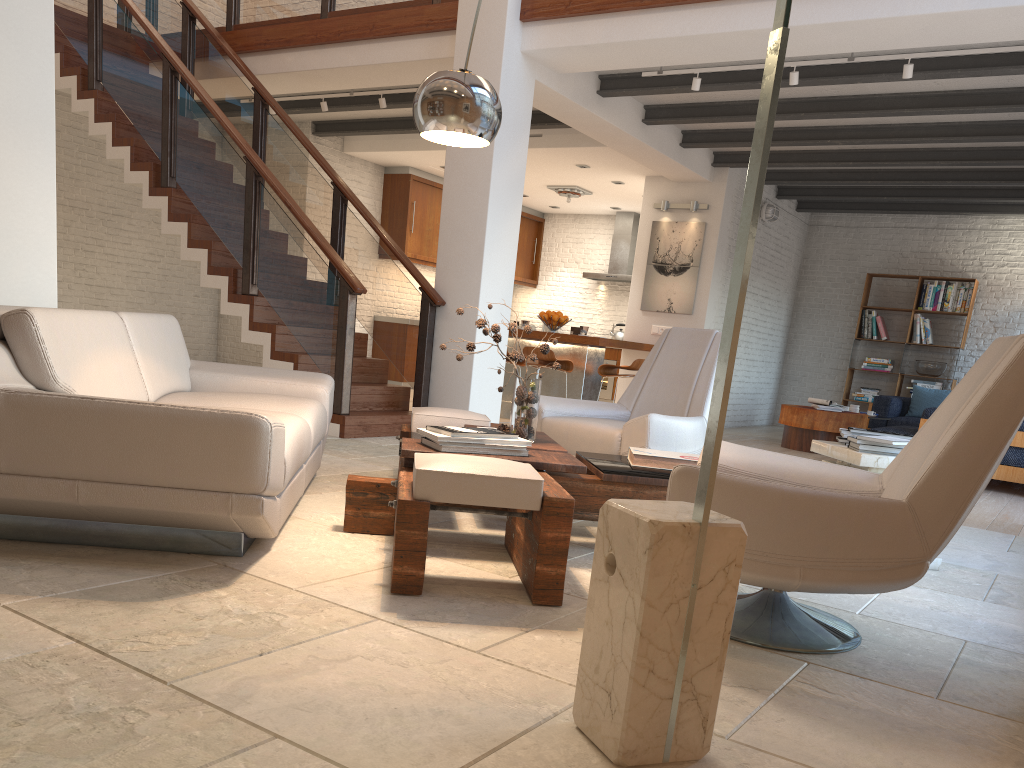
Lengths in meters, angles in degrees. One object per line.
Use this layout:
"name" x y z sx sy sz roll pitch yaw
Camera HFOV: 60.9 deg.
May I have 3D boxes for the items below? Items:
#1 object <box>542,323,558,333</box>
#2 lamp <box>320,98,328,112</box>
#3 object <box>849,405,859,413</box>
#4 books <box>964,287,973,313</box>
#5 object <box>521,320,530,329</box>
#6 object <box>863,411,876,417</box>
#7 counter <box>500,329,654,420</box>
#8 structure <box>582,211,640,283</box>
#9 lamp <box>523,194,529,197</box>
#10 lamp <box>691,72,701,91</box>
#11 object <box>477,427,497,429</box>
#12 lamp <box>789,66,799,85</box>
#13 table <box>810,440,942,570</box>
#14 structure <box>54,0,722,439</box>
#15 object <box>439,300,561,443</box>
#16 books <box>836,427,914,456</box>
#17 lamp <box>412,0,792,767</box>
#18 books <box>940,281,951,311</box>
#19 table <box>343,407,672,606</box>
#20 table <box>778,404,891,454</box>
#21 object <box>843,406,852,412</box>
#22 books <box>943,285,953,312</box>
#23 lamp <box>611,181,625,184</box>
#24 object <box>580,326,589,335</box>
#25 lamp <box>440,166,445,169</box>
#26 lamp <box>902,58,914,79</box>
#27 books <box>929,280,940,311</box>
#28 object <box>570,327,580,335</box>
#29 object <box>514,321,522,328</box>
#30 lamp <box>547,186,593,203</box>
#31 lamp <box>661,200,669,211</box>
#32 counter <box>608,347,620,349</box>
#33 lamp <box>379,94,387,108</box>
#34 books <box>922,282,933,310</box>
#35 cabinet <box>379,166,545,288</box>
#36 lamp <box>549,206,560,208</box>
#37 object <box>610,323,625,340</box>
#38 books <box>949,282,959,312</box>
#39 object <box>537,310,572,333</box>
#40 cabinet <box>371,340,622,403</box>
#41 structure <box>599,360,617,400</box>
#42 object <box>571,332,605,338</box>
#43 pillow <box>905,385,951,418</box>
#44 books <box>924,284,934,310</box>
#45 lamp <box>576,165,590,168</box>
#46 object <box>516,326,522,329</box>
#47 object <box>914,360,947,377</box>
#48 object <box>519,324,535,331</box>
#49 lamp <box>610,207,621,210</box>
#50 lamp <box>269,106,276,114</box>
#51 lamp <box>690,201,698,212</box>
"object" 0.618 -0.954 14.040 0.316 0.387 0.065 12 14 31
"lamp" -1.806 -2.679 8.388 0.059 0.133 0.085 14 13 34
"object" 3.810 0.289 9.714 0.108 0.111 0.105 -1 11 -41
"books" 5.893 -1.064 11.216 0.054 0.339 0.251 14 12 33
"object" 0.134 -0.607 8.927 0.090 0.087 0.090 11 9 29
"object" 4.019 0.334 9.806 0.153 0.059 0.267 8 4 26
"counter" 0.739 -0.040 9.539 1.657 0.946 2.473 10 5 33
"structure" 1.652 -2.045 13.025 0.969 1.023 0.451 11 12 31
"lamp" 0.156 -2.703 12.420 0.121 0.057 0.122 9 6 32
"lamp" 1.360 -2.220 6.425 0.059 0.133 0.083 7 10 3
"object" -0.030 0.212 4.170 0.271 0.036 0.243 7 3 4
"lamp" 1.961 -2.133 6.056 0.059 0.133 0.085 14 13 34
"table" 1.732 0.569 4.174 0.496 0.519 0.479 5 8 -7
"structure" -0.457 -1.722 7.299 9.985 4.260 13.726 9 5 33
"object" -0.057 -0.065 3.809 0.541 0.626 0.306 7 11 3
"books" 1.732 0.275 4.059 0.386 0.082 0.558 7 3 17
"lamp" 0.053 -0.474 2.440 0.320 2.419 1.964 1 10 -21
"books" 5.642 -1.128 11.348 0.036 0.395 0.240 15 13 33
"table" 0.290 0.460 3.851 1.974 0.442 2.144 6 3 -6
"table" 3.553 0.504 9.840 1.055 0.459 1.819 10 5 38
"object" 3.627 0.272 9.475 0.145 0.057 0.172 8 4 22
"books" 5.670 -1.095 11.318 0.054 0.339 0.251 14 12 33
"lamp" 1.301 -2.482 10.673 0.121 0.057 0.122 9 6 32
"object" 0.709 -0.524 8.585 0.091 0.087 0.089 -1 11 -42
"lamp" -0.819 -2.735 10.946 0.121 0.057 0.122 9 6 32
"lamp" 2.579 -2.049 5.672 0.059 0.124 0.085 14 12 34
"books" 5.531 -1.143 11.412 0.036 0.395 0.240 15 13 33
"object" 0.645 -0.525 8.714 0.094 0.084 0.111 5 7 -12
"object" 0.087 -0.606 9.066 0.112 0.084 0.093 10 9 32
"lamp" 0.756 -2.488 11.535 0.443 0.175 0.446 9 5 32
"lamp" 1.745 -2.035 9.957 0.080 0.107 0.077 1 11 -29
"counter" 0.502 -0.648 12.313 3.464 0.072 3.302 8 4 32
"lamp" -1.188 -2.590 8.005 0.059 0.133 0.085 14 13 34
"books" 5.466 -1.140 11.470 0.020 0.370 0.268 15 12 33
"cabinet" -0.624 -2.198 12.784 0.453 1.196 3.311 14 8 33
"lamp" 0.643 -2.687 13.155 0.121 0.057 0.122 9 6 32
"object" 1.627 -0.767 13.048 0.262 0.283 0.255 0 10 -36
"books" 5.745 -1.114 11.300 0.036 0.395 0.240 15 13 33
"object" 0.427 -0.628 8.844 0.366 0.228 0.353 6 6 -2
"cabinet" 0.530 -1.205 12.635 4.787 2.922 2.196 6 9 -3
"structure" 1.360 -0.088 13.358 0.658 0.595 0.494 11 10 32
"object" 0.727 -0.486 8.618 0.388 0.036 0.196 9 4 36
"pillow" 5.218 0.245 10.820 0.546 0.421 0.220 10 11 31
"books" 5.487 -1.122 11.439 0.054 0.339 0.251 14 12 33
"lamp" 0.812 -2.499 9.936 0.121 0.057 0.122 9 6 32
"object" 0.088 -0.578 9.004 0.282 0.036 0.203 8 4 32
"object" 5.547 -0.197 11.574 0.402 0.207 0.391 5 5 -16
"object" 0.170 -0.907 14.282 0.339 0.164 0.247 9 7 32
"lamp" 1.504 -2.562 12.623 0.121 0.057 0.122 9 6 32
"lamp" -2.407 -2.766 8.757 0.059 0.133 0.083 7 10 3
"lamp" 2.040 -1.992 9.774 0.080 0.107 0.077 1 11 -29
